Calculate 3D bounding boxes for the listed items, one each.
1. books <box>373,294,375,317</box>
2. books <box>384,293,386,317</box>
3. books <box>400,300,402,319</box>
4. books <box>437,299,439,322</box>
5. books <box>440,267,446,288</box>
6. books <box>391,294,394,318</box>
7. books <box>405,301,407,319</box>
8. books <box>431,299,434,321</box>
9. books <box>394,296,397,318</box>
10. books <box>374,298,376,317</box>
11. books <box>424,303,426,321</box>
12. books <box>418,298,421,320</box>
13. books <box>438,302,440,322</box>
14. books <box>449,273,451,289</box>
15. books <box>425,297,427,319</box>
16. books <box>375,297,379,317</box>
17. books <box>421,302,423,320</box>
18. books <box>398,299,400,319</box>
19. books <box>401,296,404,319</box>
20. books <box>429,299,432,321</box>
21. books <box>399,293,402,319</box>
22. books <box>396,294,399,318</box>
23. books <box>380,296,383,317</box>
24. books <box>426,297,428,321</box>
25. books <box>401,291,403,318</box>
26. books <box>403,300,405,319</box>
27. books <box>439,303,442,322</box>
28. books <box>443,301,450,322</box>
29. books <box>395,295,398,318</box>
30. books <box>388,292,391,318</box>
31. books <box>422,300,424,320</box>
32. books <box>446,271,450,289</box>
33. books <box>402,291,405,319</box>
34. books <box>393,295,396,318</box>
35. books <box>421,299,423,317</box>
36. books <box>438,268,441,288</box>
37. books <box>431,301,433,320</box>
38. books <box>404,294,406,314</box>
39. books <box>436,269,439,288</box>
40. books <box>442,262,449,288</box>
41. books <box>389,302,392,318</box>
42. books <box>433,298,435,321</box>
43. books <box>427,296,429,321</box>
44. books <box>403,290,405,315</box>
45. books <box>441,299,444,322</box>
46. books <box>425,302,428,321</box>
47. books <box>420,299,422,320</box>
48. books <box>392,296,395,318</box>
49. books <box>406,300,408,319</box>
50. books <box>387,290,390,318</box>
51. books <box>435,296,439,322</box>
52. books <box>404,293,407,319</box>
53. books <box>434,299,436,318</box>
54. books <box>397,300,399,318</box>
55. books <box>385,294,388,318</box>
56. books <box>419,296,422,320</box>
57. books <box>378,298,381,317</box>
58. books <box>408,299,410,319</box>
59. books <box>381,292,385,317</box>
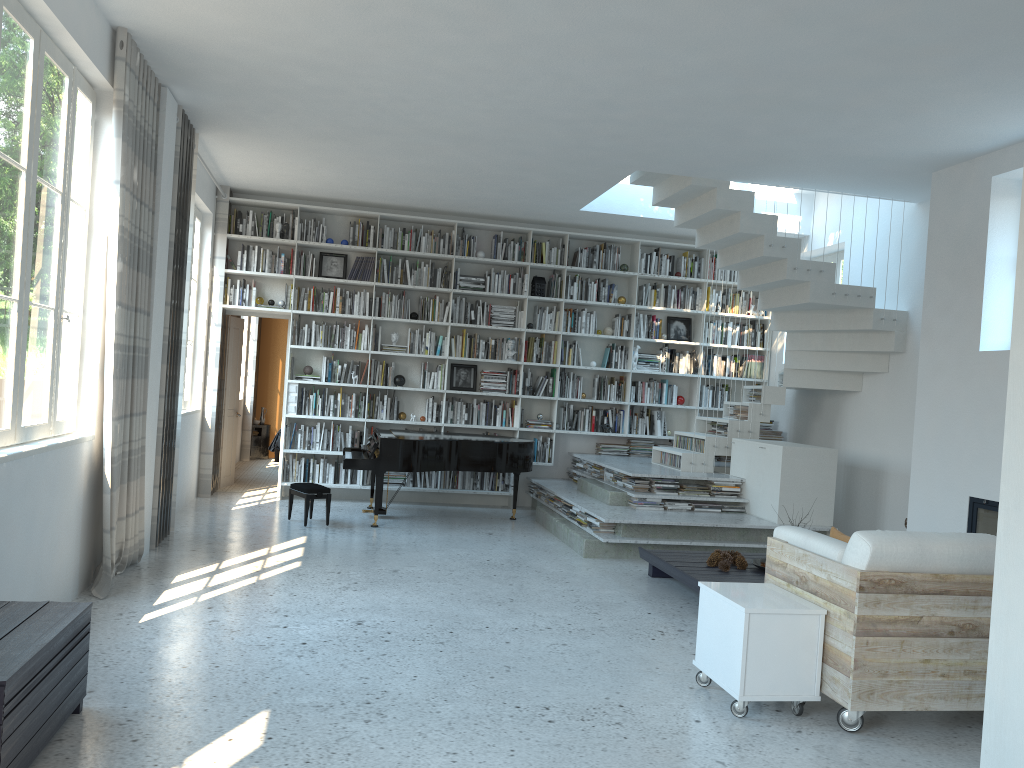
[{"bbox_3d":[-1.514,-0.867,9.712,0.012,0.285,0.159,4,0,-11],"label":"books"},{"bbox_3d":[-1.396,-0.854,9.718,0.012,0.276,0.157,4,0,-11],"label":"books"},{"bbox_3d":[-1.228,-0.813,9.775,0.012,0.217,0.133,4,0,-11],"label":"books"},{"bbox_3d":[-0.829,-0.806,9.836,0.010,0.257,0.140,4,0,-11],"label":"books"},{"bbox_3d":[-0.768,-1.173,9.832,0.055,0.264,0.166,4,0,-11],"label":"books"},{"bbox_3d":[-1.313,-0.842,9.719,0.009,0.263,0.189,4,0,-11],"label":"books"},{"bbox_3d":[-1.175,-0.819,9.788,0.009,0.237,0.134,4,0,-11],"label":"books"},{"bbox_3d":[-0.882,-0.809,9.827,0.017,0.253,0.139,4,0,-11],"label":"books"},{"bbox_3d":[-1.287,-0.836,9.750,0.011,0.256,0.152,4,0,-11],"label":"books"},{"bbox_3d":[-1.500,-0.827,9.699,0.015,0.208,0.186,4,0,-11],"label":"books"},{"bbox_3d":[-0.973,-0.788,9.811,0.011,0.200,0.162,4,0,-11],"label":"books"},{"bbox_3d":[-1.028,-0.819,9.806,0.005,0.254,0.161,4,0,-11],"label":"books"},{"bbox_3d":[-0.820,-0.792,9.842,0.011,0.229,0.165,4,0,-11],"label":"books"},{"bbox_3d":[-0.697,-1.133,9.878,0.019,0.194,0.098,4,0,-11],"label":"books"},{"bbox_3d":[-0.962,-0.821,9.821,0.009,0.267,0.149,4,0,-11],"label":"books"},{"bbox_3d":[-1.483,-0.834,9.727,0.029,0.225,0.136,4,0,-11],"label":"books"},{"bbox_3d":[-0.999,-0.798,9.809,0.013,0.216,0.149,4,0,-11],"label":"books"},{"bbox_3d":[-1.249,-0.819,9.765,0.011,0.226,0.129,4,0,-11],"label":"books"},{"bbox_3d":[-1.209,-0.834,9.759,0.010,0.262,0.158,4,0,-11],"label":"books"},{"bbox_3d":[-0.903,-0.805,9.798,0.013,0.244,0.188,4,0,-11],"label":"books"},{"bbox_3d":[-1.232,-0.851,9.748,0.011,0.291,0.176,4,0,-11],"label":"books"},{"bbox_3d":[-1.265,-0.847,9.743,0.011,0.279,0.169,4,0,-11],"label":"books"},{"bbox_3d":[-1.436,-0.839,9.721,0.012,0.240,0.134,4,0,-11],"label":"books"},{"bbox_3d":[-0.947,-0.824,9.813,0.005,0.275,0.157,4,0,-11],"label":"books"},{"bbox_3d":[-1.215,-0.864,9.764,0.004,0.321,0.153,4,0,-11],"label":"books"},{"bbox_3d":[-1.191,-0.855,9.770,0.005,0.305,0.162,4,0,-11],"label":"books"},{"bbox_3d":[-0.804,-0.784,9.845,0.024,0.216,0.142,4,0,-11],"label":"books"},{"bbox_3d":[-0.733,-0.789,9.827,0.064,0.237,0.208,4,0,-11],"label":"books"},{"bbox_3d":[-1.274,-0.838,9.736,0.009,0.261,0.180,4,0,-11],"label":"books"},{"bbox_3d":[-1.350,-0.855,9.719,0.010,0.283,0.183,4,0,-11],"label":"books"},{"bbox_3d":[-0.985,-0.807,9.785,0.005,0.236,0.178,4,0,-11],"label":"books"},{"bbox_3d":[-0.718,-1.143,9.867,0.028,0.212,0.134,4,0,-11],"label":"books"},{"bbox_3d":[-1.202,-0.861,9.772,0.005,0.316,0.157,4,0,-11],"label":"books"},{"bbox_3d":[-1.297,-0.840,9.748,0.010,0.261,0.169,4,0,-11],"label":"books"},{"bbox_3d":[-1.004,-0.811,9.791,0.005,0.240,0.173,4,0,-11],"label":"books"},{"bbox_3d":[-0.812,-1.162,9.843,0.025,0.237,0.153,4,0,-11],"label":"books"},{"bbox_3d":[-0.898,-0.801,9.836,0.011,0.236,0.130,4,0,-11],"label":"books"},{"bbox_3d":[-1.187,-0.844,9.769,0.004,0.284,0.166,4,0,-11],"label":"books"},{"bbox_3d":[-0.832,-1.156,9.824,0.022,0.222,0.161,4,0,-11],"label":"books"},{"bbox_3d":[-0.752,-1.191,9.834,0.058,0.302,0.175,4,0,-11],"label":"books"},{"bbox_3d":[-1.338,-0.805,9.740,0.029,0.187,0.149,4,0,-11],"label":"books"},{"bbox_3d":[-0.871,-0.814,9.828,0.004,0.265,0.141,4,0,-11],"label":"books"},{"bbox_3d":[-0.930,-0.829,9.827,0.033,0.287,0.155,4,0,-11],"label":"books"},{"bbox_3d":[-1.196,-0.868,9.770,0.005,0.331,0.161,4,0,-11],"label":"books"},{"bbox_3d":[-0.778,-0.802,9.840,0.022,0.257,0.155,4,0,-11],"label":"books"},{"bbox_3d":[-0.950,-0.795,9.791,0.006,0.216,0.181,4,0,-11],"label":"books"},{"bbox_3d":[-1.013,-0.810,9.814,0.005,0.239,0.145,4,0,-11],"label":"books"},{"bbox_3d":[-1.304,-0.836,9.722,0.012,0.251,0.184,4,0,-11],"label":"books"},{"bbox_3d":[-1.164,-0.809,9.783,0.012,0.218,0.151,4,0,-11],"label":"books"},{"bbox_3d":[-1.363,-0.872,9.738,0.011,0.317,0.154,4,0,-11],"label":"books"},{"bbox_3d":[-0.843,-0.821,9.826,0.022,0.284,0.190,4,0,-11],"label":"books"},{"bbox_3d":[-1.176,-0.845,9.752,0.011,0.287,0.189,4,0,-11],"label":"books"},{"bbox_3d":[-0.865,-0.807,9.823,0.006,0.253,0.180,4,0,-11],"label":"books"},{"bbox_3d":[-1.255,-0.811,9.739,0.011,0.209,0.181,4,0,-11],"label":"books"},{"bbox_3d":[-1.379,-0.846,9.722,0.024,0.262,0.177,4,0,-11],"label":"books"},{"bbox_3d":[-1.021,-0.829,9.815,0.012,0.276,0.129,4,0,-11],"label":"books"},{"bbox_3d":[-1.457,-0.830,9.731,0.024,0.219,0.140,4,0,-11],"label":"books"},{"bbox_3d":[-1.138,-0.814,9.778,0.031,0.232,0.147,4,0,-11],"label":"books"},{"bbox_3d":[-1.415,-0.857,9.718,0.026,0.279,0.151,4,0,-11],"label":"books"}]
